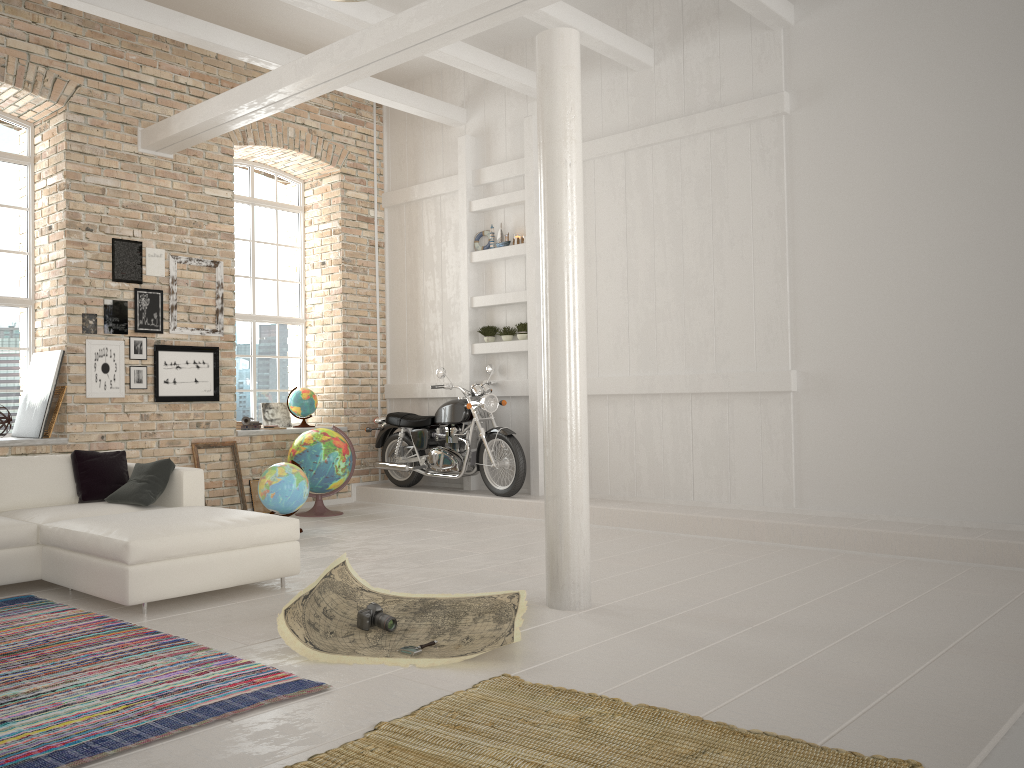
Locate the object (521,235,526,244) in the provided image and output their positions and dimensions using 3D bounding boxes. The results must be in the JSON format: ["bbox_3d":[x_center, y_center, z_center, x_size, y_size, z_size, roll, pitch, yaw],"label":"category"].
[{"bbox_3d":[0.147,-1.446,8.962,0.106,0.088,0.107,-1,-1,-7],"label":"object"}]

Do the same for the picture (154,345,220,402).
[{"bbox_3d":[-3.106,-0.097,8.524,0.034,0.535,0.666,-2,-2,41],"label":"picture"}]

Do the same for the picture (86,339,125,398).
[{"bbox_3d":[-3.621,-0.135,7.944,0.014,0.514,0.341,-2,-2,41],"label":"picture"}]

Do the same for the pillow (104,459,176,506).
[{"bbox_3d":[-2.567,0.671,6.161,0.442,0.305,0.320,-2,-1,32],"label":"pillow"}]

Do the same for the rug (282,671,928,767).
[{"bbox_3d":[0.021,1.147,2.329,1.638,0.021,2.057,-2,-1,35],"label":"rug"}]

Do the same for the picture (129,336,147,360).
[{"bbox_3d":[-3.429,-0.327,8.179,0.012,0.213,0.164,-2,-2,41],"label":"picture"}]

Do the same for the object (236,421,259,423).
[{"bbox_3d":[-2.771,0.398,9.307,0.170,0.021,0.199,-2,-1,41],"label":"object"}]

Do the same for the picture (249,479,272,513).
[{"bbox_3d":[-2.544,1.144,9.078,0.102,0.351,0.250,-2,-2,41],"label":"picture"}]

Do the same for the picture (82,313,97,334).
[{"bbox_3d":[-3.721,-0.531,7.854,0.125,0.178,0.009,0,-2,-43],"label":"picture"}]

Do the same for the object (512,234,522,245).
[{"bbox_3d":[0.056,-1.459,9.045,0.100,0.120,0.114,0,-1,-31],"label":"object"}]

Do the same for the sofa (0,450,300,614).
[{"bbox_3d":[-3.136,0.874,5.045,2.322,0.842,3.058,-2,-1,41],"label":"sofa"}]

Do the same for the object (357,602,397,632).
[{"bbox_3d":[-0.652,1.138,4.350,0.181,0.124,0.139,-2,-2,42],"label":"object"}]

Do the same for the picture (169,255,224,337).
[{"bbox_3d":[-3.049,-0.844,8.621,0.027,0.749,0.563,-2,-2,42],"label":"picture"}]

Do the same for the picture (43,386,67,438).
[{"bbox_3d":[-4.011,0.247,7.732,0.387,0.460,0.161,-2,-2,41],"label":"picture"}]

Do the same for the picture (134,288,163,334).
[{"bbox_3d":[-3.362,-0.675,8.258,0.011,0.409,0.272,-2,-2,41],"label":"picture"}]

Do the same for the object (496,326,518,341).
[{"bbox_3d":[-0.047,-0.513,9.107,0.238,0.158,0.217,-2,-1,33],"label":"object"}]

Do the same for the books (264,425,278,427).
[{"bbox_3d":[-2.517,0.439,9.314,0.106,0.013,0.128,-1,-1,16],"label":"books"}]

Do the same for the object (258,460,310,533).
[{"bbox_3d":[-1.983,0.981,7.746,0.441,0.631,0.454,-1,-1,-8],"label":"object"}]

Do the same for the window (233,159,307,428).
[{"bbox_3d":[1.615,-1.136,5.935,12.223,2.989,1.335,-2,-2,42],"label":"window"}]

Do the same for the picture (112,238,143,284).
[{"bbox_3d":[-3.503,-1.117,8.124,0.020,0.394,0.276,-2,-2,41],"label":"picture"}]

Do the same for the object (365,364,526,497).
[{"bbox_3d":[-0.702,0.462,9.264,2.314,1.329,0.761,-2,-2,37],"label":"object"}]

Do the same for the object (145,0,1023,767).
[{"bbox_3d":[-0.639,-1.194,3.420,12.670,4.799,9.454,-2,-1,42],"label":"object"}]

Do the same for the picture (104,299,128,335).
[{"bbox_3d":[-3.568,-0.602,8.031,0.015,0.306,0.214,-2,-2,41],"label":"picture"}]

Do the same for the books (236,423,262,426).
[{"bbox_3d":[-2.778,0.421,9.316,0.217,0.026,0.241,-2,-1,37],"label":"books"}]

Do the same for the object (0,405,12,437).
[{"bbox_3d":[-4.310,0.312,7.392,0.326,0.307,0.286,-2,-1,33],"label":"object"}]

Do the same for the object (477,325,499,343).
[{"bbox_3d":[-0.245,-0.518,9.256,0.237,0.180,0.245,-1,-1,12],"label":"object"}]

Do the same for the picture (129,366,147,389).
[{"bbox_3d":[-3.425,-0.059,8.172,0.012,0.213,0.164,-2,-2,41],"label":"picture"}]

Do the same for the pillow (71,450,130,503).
[{"bbox_3d":[-2.941,0.663,6.408,0.259,0.390,0.398,-2,-2,42],"label":"pillow"}]

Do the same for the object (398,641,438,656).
[{"bbox_3d":[-0.403,1.177,3.992,0.104,0.019,0.213,-2,-1,37],"label":"object"}]

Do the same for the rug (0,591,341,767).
[{"bbox_3d":[-2.142,1.217,3.919,2.864,0.008,1.315,-2,-1,40],"label":"rug"}]

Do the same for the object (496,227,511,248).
[{"bbox_3d":[-0.092,-1.528,9.128,0.060,0.261,0.248,0,-2,-35],"label":"object"}]

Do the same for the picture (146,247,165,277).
[{"bbox_3d":[-3.331,-1.136,8.327,0.013,0.259,0.181,-2,-2,41],"label":"picture"}]

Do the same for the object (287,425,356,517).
[{"bbox_3d":[-1.928,0.879,8.960,0.683,0.924,0.628,-1,-1,17],"label":"object"}]

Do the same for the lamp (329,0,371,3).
[{"bbox_3d":[-0.333,-1.549,1.768,0.471,1.599,0.533,0,-2,-34],"label":"lamp"}]

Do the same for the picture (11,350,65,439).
[{"bbox_3d":[-4.158,0.092,7.825,0.628,0.764,0.229,-2,-2,42],"label":"picture"}]

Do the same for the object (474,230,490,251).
[{"bbox_3d":[-0.297,-1.505,9.381,0.249,0.229,0.066,-2,-2,33],"label":"object"}]

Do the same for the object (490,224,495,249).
[{"bbox_3d":[-0.206,-1.527,9.269,0.067,0.267,0.068,-1,-1,-5],"label":"object"}]

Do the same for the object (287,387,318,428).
[{"bbox_3d":[-2.320,0.260,9.903,0.307,0.465,0.352,0,-2,-43],"label":"object"}]

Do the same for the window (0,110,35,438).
[{"bbox_3d":[-0.351,-1.149,3.698,12.223,2.989,1.335,-2,-2,42],"label":"window"}]

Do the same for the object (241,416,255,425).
[{"bbox_3d":[-2.764,0.381,9.345,0.093,0.090,0.486,-1,-1,-10],"label":"object"}]

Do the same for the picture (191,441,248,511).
[{"bbox_3d":[-2.827,0.939,8.638,0.238,0.748,0.472,-2,-2,41],"label":"picture"}]

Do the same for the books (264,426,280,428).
[{"bbox_3d":[-2.508,0.452,9.311,0.141,0.014,0.100,-1,-1,24],"label":"books"}]

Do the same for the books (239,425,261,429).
[{"bbox_3d":[-2.783,0.446,9.307,0.217,0.029,0.237,-2,-1,41],"label":"books"}]

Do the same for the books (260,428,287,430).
[{"bbox_3d":[-2.497,0.468,9.313,0.188,0.022,0.212,-2,-1,41],"label":"books"}]

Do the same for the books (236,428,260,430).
[{"bbox_3d":[-2.779,0.472,9.304,0.216,0.025,0.238,-2,-1,42],"label":"books"}]

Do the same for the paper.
[{"bbox_3d":[-0.457,1.067,4.432,1.081,0.265,1.441,-1,-1,5],"label":"paper"}]

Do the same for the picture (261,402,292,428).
[{"bbox_3d":[-2.663,0.357,10.080,0.072,0.292,0.366,-2,-2,41],"label":"picture"}]
